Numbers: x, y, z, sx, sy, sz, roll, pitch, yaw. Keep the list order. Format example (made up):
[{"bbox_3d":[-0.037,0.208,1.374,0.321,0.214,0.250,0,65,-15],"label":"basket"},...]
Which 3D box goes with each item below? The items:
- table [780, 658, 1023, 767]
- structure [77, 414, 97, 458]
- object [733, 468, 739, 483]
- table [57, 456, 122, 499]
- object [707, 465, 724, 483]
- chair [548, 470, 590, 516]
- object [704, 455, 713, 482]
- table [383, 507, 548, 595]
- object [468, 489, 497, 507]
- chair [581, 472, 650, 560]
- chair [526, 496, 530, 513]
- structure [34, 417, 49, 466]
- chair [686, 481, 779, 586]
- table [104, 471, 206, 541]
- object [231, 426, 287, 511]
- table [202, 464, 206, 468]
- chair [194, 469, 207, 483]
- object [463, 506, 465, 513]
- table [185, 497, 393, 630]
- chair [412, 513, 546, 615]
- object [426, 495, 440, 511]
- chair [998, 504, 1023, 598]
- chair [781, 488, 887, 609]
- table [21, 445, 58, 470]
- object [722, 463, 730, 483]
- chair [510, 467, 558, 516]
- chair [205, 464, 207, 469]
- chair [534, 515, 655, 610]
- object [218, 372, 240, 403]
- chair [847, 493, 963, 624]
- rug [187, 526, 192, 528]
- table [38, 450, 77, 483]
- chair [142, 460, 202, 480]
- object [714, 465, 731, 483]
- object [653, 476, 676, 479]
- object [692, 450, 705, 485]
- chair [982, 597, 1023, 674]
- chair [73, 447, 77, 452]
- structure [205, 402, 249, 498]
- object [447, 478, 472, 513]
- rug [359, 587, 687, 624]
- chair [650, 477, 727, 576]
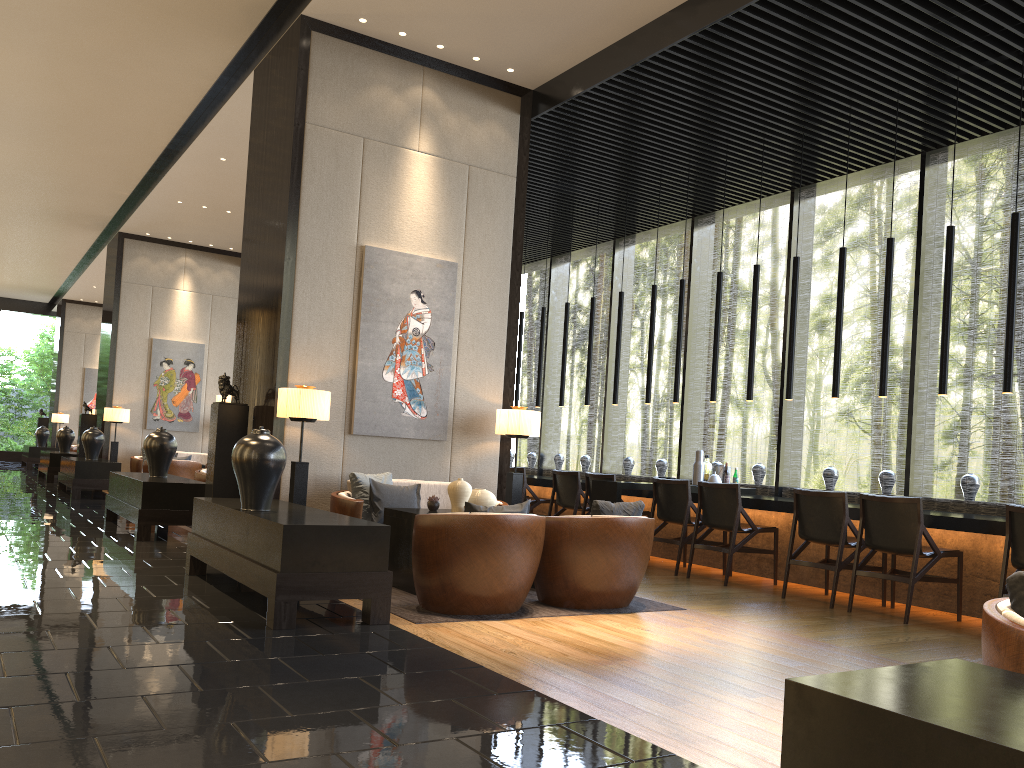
[{"bbox_3d":[1.273,0.817,1.045,0.621,0.512,1.960,6,-5,-32],"label":"table"},{"bbox_3d":[-7.051,1.105,14.649,0.241,1.216,0.240,4,-2,-32],"label":"structure"},{"bbox_3d":[2.219,0.929,8.781,0.056,0.197,0.056,4,-2,-30],"label":"object"},{"bbox_3d":[-6.171,1.357,12.907,0.621,0.512,1.960,6,-5,-32],"label":"table"},{"bbox_3d":[1.989,0.895,8.678,0.135,0.217,0.136,1,-3,45],"label":"object"},{"bbox_3d":[0.696,1.325,9.247,0.564,0.825,0.525,5,-3,-32],"label":"chair"},{"bbox_3d":[1.944,0.863,8.847,0.129,0.305,0.129,2,-3,44],"label":"object"},{"bbox_3d":[-0.311,1.155,6.177,1.044,0.516,0.575,6,-4,-32],"label":"table"},{"bbox_3d":[-0.230,0.828,6.282,0.246,0.167,0.245,6,-4,-29],"label":"object"},{"bbox_3d":[1.002,1.302,8.760,0.564,0.825,0.525,5,-3,-32],"label":"chair"},{"bbox_3d":[-0.148,1.386,10.592,0.564,0.825,0.525,5,-3,-32],"label":"chair"},{"bbox_3d":[-11.826,1.451,22.258,0.241,1.216,0.240,4,-2,-32],"label":"structure"},{"bbox_3d":[1.846,1.241,7.415,0.564,0.825,0.525,5,-3,-32],"label":"chair"},{"bbox_3d":[-3.464,1.161,8.594,0.621,0.512,1.960,6,-5,-32],"label":"table"},{"bbox_3d":[-1.483,0.492,5.184,0.312,0.492,0.312,4,-2,-13],"label":"object"},{"bbox_3d":[-5.084,1.501,13.783,1.044,0.516,0.575,6,-4,-32],"label":"table"},{"bbox_3d":[-3.122,1.245,9.780,0.805,0.603,0.606,6,-4,-32],"label":"chair"},{"bbox_3d":[-0.224,0.865,6.055,0.174,0.051,0.138,7,-5,-36],"label":"object"},{"bbox_3d":[-1.409,1.012,5.318,0.621,0.512,1.960,6,-5,-32],"label":"table"},{"bbox_3d":[-0.161,1.044,5.221,0.805,0.603,0.606,6,-4,-32],"label":"chair"},{"bbox_3d":[-0.543,0.821,6.125,0.091,0.112,0.092,2,-3,20],"label":"object"},{"bbox_3d":[3.229,1.141,5.212,0.564,0.825,0.525,5,-3,-32],"label":"chair"},{"bbox_3d":[2.384,1.202,6.557,0.564,0.825,0.525,5,-3,-32],"label":"chair"},{"bbox_3d":[-10.946,1.704,20.516,0.621,0.512,1.960,6,-5,-32],"label":"table"},{"bbox_3d":[2.119,0.901,8.765,0.067,0.237,0.067,5,-2,-38],"label":"object"},{"bbox_3d":[0.158,1.364,10.105,0.564,0.825,0.525,5,-3,-32],"label":"chair"},{"bbox_3d":[-4.154,1.468,13.191,0.805,0.603,0.606,6,-4,-32],"label":"chair"},{"bbox_3d":[0.562,1.126,5.675,0.805,0.603,0.606,6,-4,-32],"label":"chair"},{"bbox_3d":[-2.263,0.034,7.071,0.176,0.245,0.115,5,-3,-32],"label":"object"},{"bbox_3d":[2.690,1.180,6.070,0.564,0.825,0.525,5,-3,-32],"label":"chair"},{"bbox_3d":[-2.262,1.560,9.350,2.046,0.008,2.242,7,-6,-32],"label":"rug"},{"bbox_3d":[-8.227,1.506,16.182,0.621,0.512,1.960,6,-5,-32],"label":"table"},{"bbox_3d":[-4.877,1.386,12.736,0.805,0.603,0.606,6,-4,-32],"label":"chair"},{"bbox_3d":[2.110,0.920,8.891,0.169,0.219,0.168,6,-3,-37],"label":"object"},{"bbox_3d":[1.460,0.925,8.472,0.228,0.067,0.227,6,-5,-29],"label":"object"},{"bbox_3d":[1.843,0.827,8.732,0.113,0.344,0.113,5,-2,-37],"label":"object"},{"bbox_3d":[1.568,0.905,2.306,0.805,0.603,0.606,6,-4,-32],"label":"chair"},{"bbox_3d":[-9.675,1.734,20.382,0.805,0.603,0.606,6,-4,-32],"label":"chair"},{"bbox_3d":[-2.289,0.759,7.060,0.241,1.216,0.240,4,-2,-32],"label":"structure"},{"bbox_3d":[-0.364,0.770,6.131,0.171,0.235,0.171,3,-3,3],"label":"object"},{"bbox_3d":[-0.282,1.416,6.195,1.962,0.008,2.242,7,-6,-32],"label":"rug"},{"bbox_3d":[1.540,1.263,7.902,0.564,0.825,0.525,5,-3,-32],"label":"chair"}]
